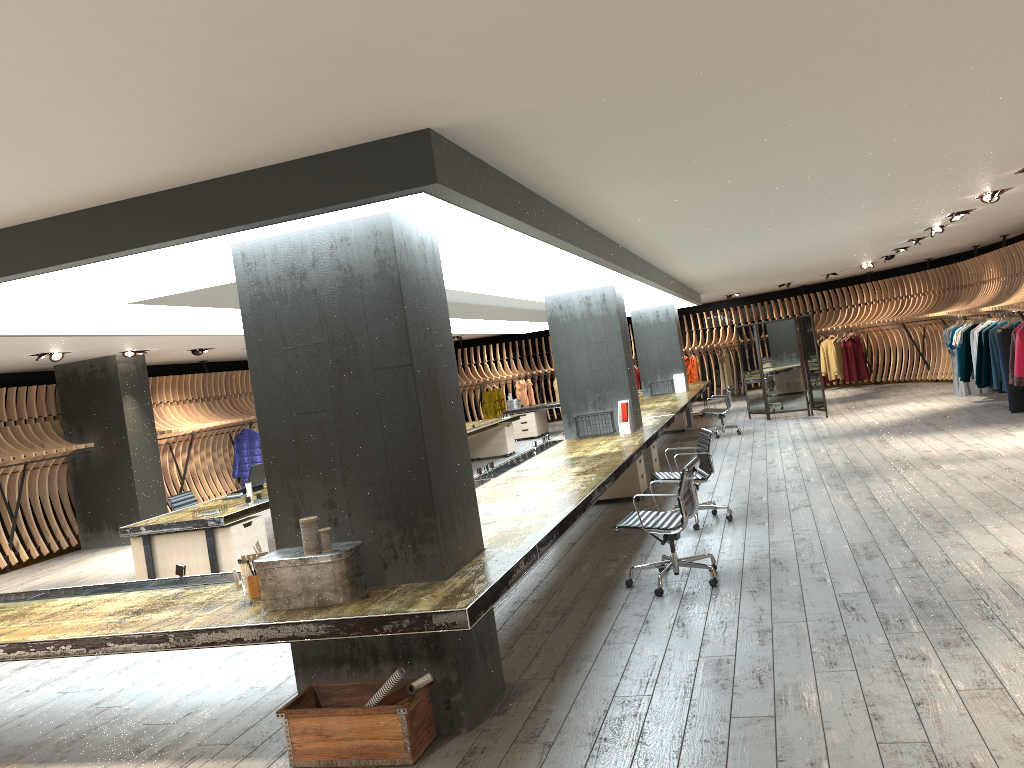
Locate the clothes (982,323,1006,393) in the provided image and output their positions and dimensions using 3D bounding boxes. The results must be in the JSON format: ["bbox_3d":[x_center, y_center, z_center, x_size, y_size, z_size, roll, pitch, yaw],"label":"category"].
[{"bbox_3d":[7.586,-0.422,13.491,0.913,1.081,0.238,-8,0,16],"label":"clothes"}]

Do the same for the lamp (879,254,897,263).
[{"bbox_3d":[7.216,-2.490,16.999,0.269,0.291,0.493,-8,1,12],"label":"lamp"}]

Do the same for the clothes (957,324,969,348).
[{"bbox_3d":[8.119,-0.604,15.340,0.742,0.938,0.162,-9,0,10],"label":"clothes"}]

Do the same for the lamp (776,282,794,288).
[{"bbox_3d":[6.655,-2.477,21.617,0.269,0.294,0.492,-9,1,-29],"label":"lamp"}]

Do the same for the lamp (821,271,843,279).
[{"bbox_3d":[7.252,-2.545,20.150,0.269,0.292,0.492,-9,1,-16],"label":"lamp"}]

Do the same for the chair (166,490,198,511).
[{"bbox_3d":[-3.488,1.642,10.104,0.667,0.859,0.693,-9,0,2],"label":"chair"}]

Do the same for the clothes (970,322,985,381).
[{"bbox_3d":[7.841,-0.491,14.332,0.732,1.106,0.165,-8,0,21],"label":"clothes"}]

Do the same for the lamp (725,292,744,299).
[{"bbox_3d":[5.699,-2.355,22.875,0.269,0.292,0.492,-9,1,-42],"label":"lamp"}]

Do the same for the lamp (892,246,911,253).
[{"bbox_3d":[6.787,-2.399,15.464,0.269,0.294,0.493,-8,1,16],"label":"lamp"}]

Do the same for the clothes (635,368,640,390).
[{"bbox_3d":[3.581,0.204,25.491,0.093,1.338,0.551,-9,0,-14],"label":"clothes"}]

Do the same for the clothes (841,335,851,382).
[{"bbox_3d":[8.293,-0.618,21.751,0.444,1.129,0.126,-9,0,-12],"label":"clothes"}]

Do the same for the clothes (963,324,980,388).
[{"bbox_3d":[7.962,-0.496,14.822,0.913,1.081,0.238,-8,0,16],"label":"clothes"}]

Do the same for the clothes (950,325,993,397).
[{"bbox_3d":[8.335,-0.378,16.105,0.677,1.434,0.204,-9,0,0],"label":"clothes"}]

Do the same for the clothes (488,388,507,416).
[{"bbox_3d":[-0.420,0.642,24.979,0.168,1.045,0.664,-9,0,-43],"label":"clothes"}]

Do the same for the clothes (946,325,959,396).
[{"bbox_3d":[8.373,-0.386,16.235,0.676,1.434,0.204,-8,0,30],"label":"clothes"}]

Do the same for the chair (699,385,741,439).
[{"bbox_3d":[3.615,0.486,15.557,0.667,0.859,0.694,-8,0,12],"label":"chair"}]

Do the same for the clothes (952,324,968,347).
[{"bbox_3d":[8.143,-0.608,15.534,0.743,0.931,0.158,-8,0,20],"label":"clothes"}]

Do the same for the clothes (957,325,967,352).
[{"bbox_3d":[8.162,-0.595,15.476,0.742,0.960,0.167,-9,0,9],"label":"clothes"}]

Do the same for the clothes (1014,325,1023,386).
[{"bbox_3d":[7.090,-0.238,11.728,0.839,1.312,0.321,-8,0,25],"label":"clothes"}]

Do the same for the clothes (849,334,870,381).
[{"bbox_3d":[8.393,-0.629,21.510,0.444,1.129,0.126,-9,0,-12],"label":"clothes"}]

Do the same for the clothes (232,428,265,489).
[{"bbox_3d":[-5.029,1.469,16.979,0.884,1.239,0.246,-9,0,13],"label":"clothes"}]

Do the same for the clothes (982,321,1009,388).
[{"bbox_3d":[7.622,-0.457,13.609,0.714,1.088,0.257,-9,0,11],"label":"clothes"}]

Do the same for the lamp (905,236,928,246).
[{"bbox_3d":[6.353,-2.314,13.930,0.269,0.286,0.493,-8,1,16],"label":"lamp"}]

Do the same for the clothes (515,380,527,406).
[{"bbox_3d":[0.285,0.467,25.279,0.125,1.156,0.446,-9,0,-39],"label":"clothes"}]

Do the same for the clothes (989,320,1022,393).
[{"bbox_3d":[7.503,-0.433,13.188,0.714,1.088,0.257,-8,0,21],"label":"clothes"}]

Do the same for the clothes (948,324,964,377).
[{"bbox_3d":[8.130,-0.593,15.687,0.737,0.971,0.167,-8,0,25],"label":"clothes"}]

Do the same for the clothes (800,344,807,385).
[{"bbox_3d":[7.629,-0.536,22.901,0.443,1.129,0.127,-9,0,13],"label":"clothes"}]

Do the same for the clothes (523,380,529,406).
[{"bbox_3d":[0.395,0.449,25.316,0.125,1.156,0.447,-9,0,-14],"label":"clothes"}]

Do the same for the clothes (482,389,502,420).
[{"bbox_3d":[-0.580,0.667,24.893,0.168,1.045,0.664,-9,0,-43],"label":"clothes"}]

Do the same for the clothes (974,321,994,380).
[{"bbox_3d":[7.735,-0.473,14.165,0.732,1.106,0.165,-8,0,16],"label":"clothes"}]

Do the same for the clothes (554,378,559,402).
[{"bbox_3d":[1.362,0.202,25.535,0.250,0.890,0.704,-9,0,-23],"label":"clothes"}]

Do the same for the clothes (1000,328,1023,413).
[{"bbox_3d":[7.383,-0.171,12.738,0.539,1.353,0.087,-9,0,20],"label":"clothes"}]

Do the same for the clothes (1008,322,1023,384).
[{"bbox_3d":[7.170,-0.255,12.006,0.839,1.312,0.321,-9,0,15],"label":"clothes"}]

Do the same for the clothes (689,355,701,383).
[{"bbox_3d":[5.127,-0.372,24.935,0.201,0.881,0.839,-9,0,-4],"label":"clothes"}]

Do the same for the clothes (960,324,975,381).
[{"bbox_3d":[7.989,-0.502,14.942,0.913,1.081,0.238,-8,0,16],"label":"clothes"}]

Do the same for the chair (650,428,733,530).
[{"bbox_3d":[1.645,0.896,8.406,0.668,0.859,0.693,-9,0,-8],"label":"chair"}]

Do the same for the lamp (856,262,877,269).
[{"bbox_3d":[7.445,-2.551,18.575,0.269,0.287,0.492,-9,1,-4],"label":"lamp"}]

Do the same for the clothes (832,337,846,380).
[{"bbox_3d":[8.185,-0.646,21.935,0.778,1.053,0.151,-9,0,-34],"label":"clothes"}]

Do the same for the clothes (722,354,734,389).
[{"bbox_3d":[5.958,-0.362,24.504,0.096,0.988,0.465,-9,0,33],"label":"clothes"}]

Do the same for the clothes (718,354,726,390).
[{"bbox_3d":[5.853,-0.347,24.563,0.096,0.988,0.465,-9,0,28],"label":"clothes"}]

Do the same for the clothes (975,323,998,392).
[{"bbox_3d":[7.676,-0.440,13.835,0.913,1.081,0.238,-8,0,21],"label":"clothes"}]

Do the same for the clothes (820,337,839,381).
[{"bbox_3d":[8.079,-0.633,22.128,0.776,1.053,0.152,-8,0,16],"label":"clothes"}]

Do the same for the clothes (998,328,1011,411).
[{"bbox_3d":[7.453,-0.185,12.918,0.538,1.353,0.088,-9,0,40],"label":"clothes"}]

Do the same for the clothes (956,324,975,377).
[{"bbox_3d":[7.992,-0.580,15.102,0.734,0.937,0.164,-8,0,19],"label":"clothes"}]

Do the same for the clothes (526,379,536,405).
[{"bbox_3d":[0.552,0.425,25.358,0.125,1.156,0.447,-9,0,-19],"label":"clothes"}]

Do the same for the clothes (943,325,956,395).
[{"bbox_3d":[8.413,-0.394,16.370,0.677,1.434,0.204,-9,0,5],"label":"clothes"}]

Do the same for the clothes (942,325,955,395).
[{"bbox_3d":[8.450,-0.402,16.505,0.676,1.434,0.204,-8,0,30],"label":"clothes"}]

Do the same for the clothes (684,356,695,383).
[{"bbox_3d":[4.912,-0.341,25.050,0.840,0.881,0.200,-9,0,-44],"label":"clothes"}]

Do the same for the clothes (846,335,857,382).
[{"bbox_3d":[8.367,-0.627,21.600,0.443,1.129,0.127,-9,0,13],"label":"clothes"}]

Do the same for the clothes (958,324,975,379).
[{"bbox_3d":[8.059,-0.577,15.277,0.742,0.950,0.167,-9,0,0],"label":"clothes"}]

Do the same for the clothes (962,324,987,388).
[{"bbox_3d":[7.932,-0.490,14.741,0.913,1.081,0.238,-8,0,21],"label":"clothes"}]

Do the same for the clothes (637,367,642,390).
[{"bbox_3d":[3.860,0.163,25.427,0.093,1.338,0.551,-9,0,-34],"label":"clothes"}]

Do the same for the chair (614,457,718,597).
[{"bbox_3d":[1.089,1.012,6.406,0.667,0.859,0.694,-8,0,12],"label":"chair"}]

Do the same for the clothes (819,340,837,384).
[{"bbox_3d":[7.934,-0.574,22.397,0.444,1.129,0.126,-9,0,-22],"label":"clothes"}]
